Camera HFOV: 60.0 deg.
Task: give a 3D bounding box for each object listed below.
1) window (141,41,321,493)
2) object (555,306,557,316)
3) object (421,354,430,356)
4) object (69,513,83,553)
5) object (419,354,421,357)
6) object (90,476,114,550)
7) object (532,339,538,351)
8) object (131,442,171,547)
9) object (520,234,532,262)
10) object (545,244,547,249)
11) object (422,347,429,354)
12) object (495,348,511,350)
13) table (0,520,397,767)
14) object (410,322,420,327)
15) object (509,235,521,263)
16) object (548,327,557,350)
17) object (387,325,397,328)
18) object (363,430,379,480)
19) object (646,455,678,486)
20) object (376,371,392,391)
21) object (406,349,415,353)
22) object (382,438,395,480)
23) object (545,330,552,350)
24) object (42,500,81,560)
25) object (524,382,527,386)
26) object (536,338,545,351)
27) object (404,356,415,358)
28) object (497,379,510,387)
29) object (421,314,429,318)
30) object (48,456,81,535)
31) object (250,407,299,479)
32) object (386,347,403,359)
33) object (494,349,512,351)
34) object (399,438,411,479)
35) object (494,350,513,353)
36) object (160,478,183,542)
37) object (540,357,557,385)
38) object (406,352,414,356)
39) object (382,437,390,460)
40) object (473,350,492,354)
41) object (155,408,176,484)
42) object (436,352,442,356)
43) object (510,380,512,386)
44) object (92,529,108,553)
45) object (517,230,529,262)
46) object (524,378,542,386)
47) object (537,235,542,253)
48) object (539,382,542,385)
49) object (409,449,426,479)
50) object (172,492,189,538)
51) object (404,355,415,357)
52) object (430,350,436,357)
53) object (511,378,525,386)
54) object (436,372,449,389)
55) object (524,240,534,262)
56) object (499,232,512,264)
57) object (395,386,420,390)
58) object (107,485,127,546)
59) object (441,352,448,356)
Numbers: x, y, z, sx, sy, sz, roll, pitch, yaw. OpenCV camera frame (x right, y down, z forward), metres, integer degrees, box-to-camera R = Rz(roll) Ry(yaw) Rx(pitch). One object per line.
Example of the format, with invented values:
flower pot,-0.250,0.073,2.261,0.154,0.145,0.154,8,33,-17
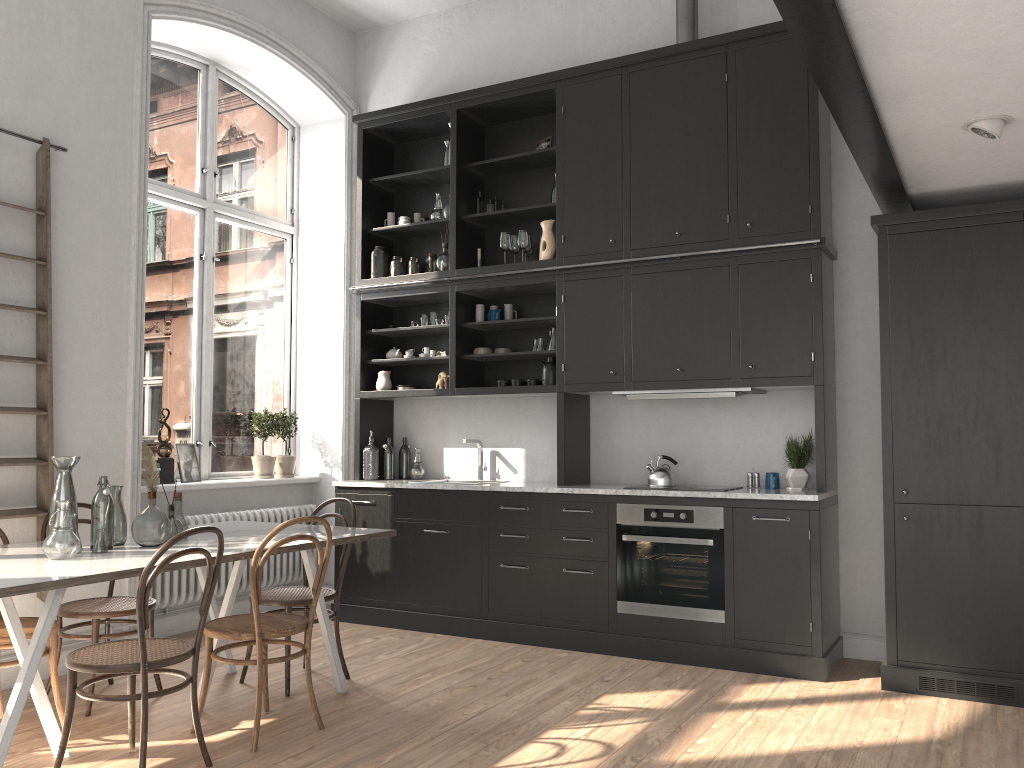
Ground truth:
window,-1.768,-4.682,13.429,26.401,15.928,14.390,-2,-4,29
object,0.315,-0.482,5.812,0.040,0.116,0.080,3,-4,-41
object,-0.600,-0.198,6.257,0.085,0.016,0.085,2,-4,-30
object,-1.764,0.597,3.552,0.083,0.158,0.083,-1,-4,24
object,-0.638,-0.195,6.338,0.056,0.033,0.058,3,-5,-44
object,-1.698,0.533,3.678,0.086,0.301,0.086,-1,-3,14
object,0.158,-0.250,5.865,0.058,0.094,0.058,1,-4,-22
object,-1.538,0.468,3.790,0.157,0.446,0.157,3,-4,-43
object,0.093,-0.886,5.909,0.083,0.221,0.083,-2,-4,28
object,0.217,-0.872,5.847,0.046,0.186,0.046,0,-3,1
object,-0.605,-0.229,6.263,0.039,0.055,0.049,3,-4,-41
object,-0.061,-0.223,6.083,0.112,0.036,0.112,1,-4,-19
table,-1.593,1.079,3.750,1.100,0.779,2.201,-2,-4,29
object,-0.688,-0.416,6.302,0.071,0.047,0.072,2,-4,-23
object,0.021,-0.883,5.949,0.083,0.221,0.083,-1,-3,21
object,0.272,-0.289,5.758,0.083,0.158,0.083,-1,-3,13
object,-0.883,-0.402,6.515,0.071,0.047,0.072,2,-4,-23
object,-0.996,0.502,6.269,0.109,0.349,0.109,-1,-3,10
object,0.907,0.524,5.391,0.171,0.186,0.171,-3,-4,40
object,-0.915,-0.017,6.354,0.115,0.144,0.127,0,-3,7
object,-0.732,-0.227,6.341,0.058,0.047,0.055,-3,-5,43
object,-0.883,0.533,6.341,0.086,0.301,0.086,-1,-3,14
object,0.259,-0.280,5.899,0.083,0.158,0.083,-3,-4,39
object,-1.714,0.555,3.380,0.132,0.219,0.132,-1,-3,18
object,0.067,-0.001,5.944,0.088,0.059,0.104,2,-4,-33
object,0.189,-0.254,5.800,0.058,0.094,0.058,1,-4,-22
object,-0.730,-0.186,6.339,0.085,0.015,0.085,-3,-5,42
object,-0.056,-0.006,5.862,0.104,0.059,0.088,-1,-4,17
object,-0.625,-0.443,6.354,0.060,0.107,0.060,0,-3,-4
object,-1.844,0.491,3.648,0.116,0.382,0.116,-3,-4,40
object,-1.763,0.433,6.561,0.234,0.523,0.500,-1,-4,18
object,-0.856,-0.216,6.441,0.125,0.100,0.140,-1,-4,10
object,-0.061,-0.215,6.083,0.123,0.036,0.124,-1,-4,16
object,-0.782,0.541,6.467,0.086,0.301,0.086,1,-3,-16
object,-0.061,-0.207,6.082,0.132,0.038,0.132,1,-4,-14
object,-1.526,0.561,3.971,0.107,0.283,0.107,-1,-4,24
object,0.260,-0.080,5.735,0.124,0.191,0.129,2,-4,-33
object,-0.732,-0.207,6.340,0.055,0.033,0.058,0,-4,3
object,-0.906,0.541,6.462,0.086,0.301,0.086,-3,-4,43
object,-2.057,0.552,3.823,0.792,1.841,5.829,-2,-4,34
object,-2.233,0.395,5.696,0.122,0.488,0.102,2,-4,-37
object,-0.506,-0.205,6.230,0.049,0.041,0.056,0,-3,2
object,-0.018,0.003,5.994,0.088,0.059,0.104,-2,-4,27
object,-1.652,0.629,3.558,0.058,0.094,0.058,2,-4,-33
object,0.073,-0.892,5.805,0.083,0.221,0.083,1,-3,-15
object,0.137,-0.011,5.772,0.088,0.059,0.104,-3,-4,37
object,0.212,-0.883,5.953,0.083,0.221,0.083,-2,-4,28
object,0.161,-0.003,5.897,0.104,0.059,0.088,0,-4,-8
object,-0.681,0.575,6.386,0.120,0.219,0.132,-2,-4,29
object,-1.544,0.604,4.093,0.101,0.211,0.101,1,-4,-22
object,-0.733,-0.193,6.340,0.085,0.017,0.085,-2,-4,24
object,-0.558,-0.208,6.212,0.049,0.054,0.039,2,-4,-36
object,0.039,-0.010,5.802,0.104,0.059,0.088,0,-4,7
object,-0.474,-0.023,6.094,0.069,0.123,0.173,2,-4,-29
object,0.108,-0.877,6.044,0.083,0.221,0.083,2,-4,-30
object,-0.044,-0.888,5.866,0.083,0.221,0.083,2,-4,-30
object,-0.743,0.037,6.337,0.180,0.037,0.180,-1,-4,14
object,-1.707,0.565,3.811,0.100,0.255,0.098,0,-3,5
object,-0.480,-0.210,6.226,0.048,0.041,0.058,0,-4,7
